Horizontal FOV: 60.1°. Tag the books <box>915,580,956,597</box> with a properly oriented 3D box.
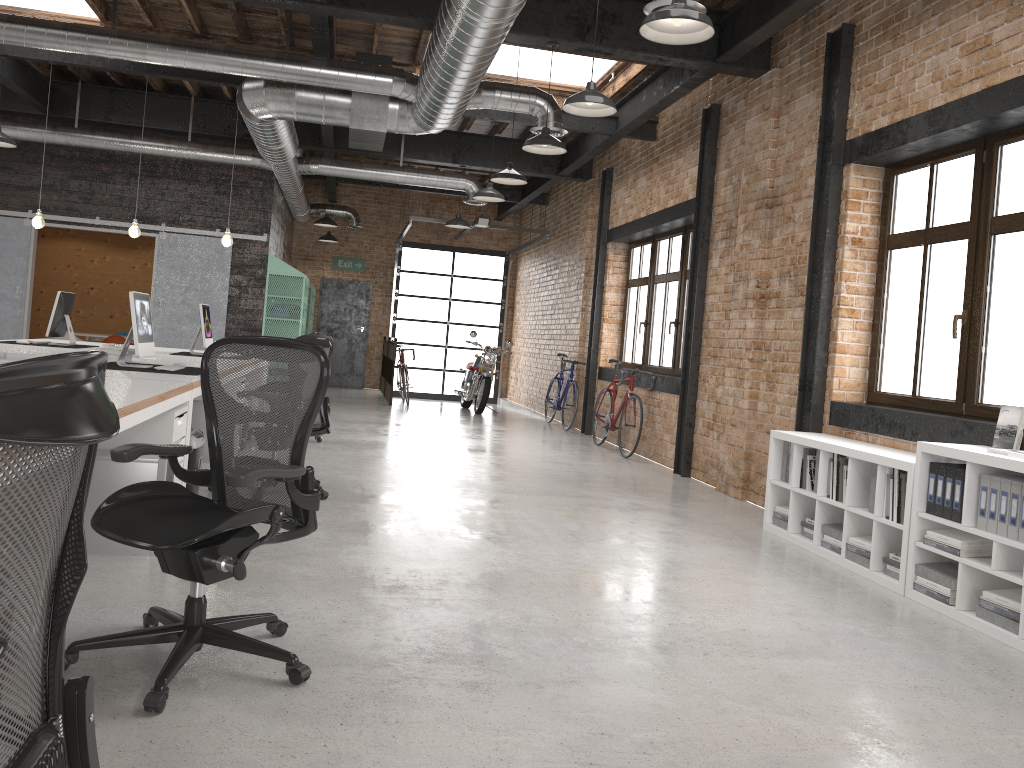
[{"bbox_3d":[2.177,1.007,4.390,0.219,0.034,0.260,4,3,-11],"label":"books"}]

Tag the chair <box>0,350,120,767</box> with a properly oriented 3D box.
[{"bbox_3d":[-0.739,0.490,0.851,0.791,1.086,0.772,4,1,-27],"label":"chair"}]

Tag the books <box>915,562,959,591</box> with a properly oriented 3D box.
[{"bbox_3d":[2.182,0.953,4.405,0.217,0.078,0.291,4,2,-11],"label":"books"}]

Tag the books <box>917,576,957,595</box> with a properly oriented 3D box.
[{"bbox_3d":[2.179,0.990,4.386,0.214,0.046,0.252,4,3,-11],"label":"books"}]

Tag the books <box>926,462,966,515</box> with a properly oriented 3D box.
[{"bbox_3d":[2.235,0.536,4.502,0.232,0.261,0.062,5,0,-11],"label":"books"}]

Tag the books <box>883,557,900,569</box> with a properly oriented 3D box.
[{"bbox_3d":[2.157,0.964,4.717,0.222,0.055,0.282,4,3,-10],"label":"books"}]

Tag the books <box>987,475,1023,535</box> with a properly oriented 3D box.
[{"bbox_3d":[2.321,0.562,4.086,0.232,0.261,0.062,5,0,-11],"label":"books"}]

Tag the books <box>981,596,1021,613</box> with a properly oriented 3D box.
[{"bbox_3d":[2.283,0.980,3.961,0.219,0.039,0.260,4,3,-11],"label":"books"}]

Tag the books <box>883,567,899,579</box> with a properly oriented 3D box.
[{"bbox_3d":[2.136,1.020,4.715,0.184,0.049,0.262,4,3,-10],"label":"books"}]

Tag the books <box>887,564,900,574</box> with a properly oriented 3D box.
[{"bbox_3d":[2.133,0.991,4.700,0.163,0.047,0.239,4,3,-10],"label":"books"}]

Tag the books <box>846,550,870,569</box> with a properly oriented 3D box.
[{"bbox_3d":[2.059,0.991,5.016,0.217,0.072,0.290,4,3,-11],"label":"books"}]

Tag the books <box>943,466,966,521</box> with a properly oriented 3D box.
[{"bbox_3d":[2.259,0.544,4.376,0.232,0.261,0.062,5,0,-11],"label":"books"}]

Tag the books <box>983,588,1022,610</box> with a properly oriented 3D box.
[{"bbox_3d":[2.285,0.962,3.956,0.214,0.052,0.252,4,3,-11],"label":"books"}]

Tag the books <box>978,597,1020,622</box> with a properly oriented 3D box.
[{"bbox_3d":[2.277,1.006,3.967,0.206,0.067,0.276,4,3,-11],"label":"books"}]

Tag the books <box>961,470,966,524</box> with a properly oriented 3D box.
[{"bbox_3d":[2.283,0.552,4.249,0.232,0.261,0.062,5,0,-11],"label":"books"}]

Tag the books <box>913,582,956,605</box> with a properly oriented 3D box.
[{"bbox_3d":[2.170,1.033,4.397,0.206,0.061,0.274,4,3,-11],"label":"books"}]

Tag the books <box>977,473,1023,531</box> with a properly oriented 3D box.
[{"bbox_3d":[2.309,0.559,4.149,0.232,0.261,0.062,5,0,-11],"label":"books"}]

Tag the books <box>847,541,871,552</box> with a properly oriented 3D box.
[{"bbox_3d":[2.065,0.914,5.001,0.219,0.039,0.260,4,3,-11],"label":"books"}]

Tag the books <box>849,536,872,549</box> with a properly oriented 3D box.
[{"bbox_3d":[2.067,0.896,4.997,0.214,0.052,0.252,4,3,-11],"label":"books"}]

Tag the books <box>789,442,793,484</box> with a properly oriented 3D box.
[{"bbox_3d":[1.992,0.538,5.936,0.265,0.315,0.025,5,0,-6],"label":"books"}]

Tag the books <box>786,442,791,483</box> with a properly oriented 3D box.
[{"bbox_3d":[1.983,0.526,5.967,0.249,0.333,0.060,5,0,-6],"label":"books"}]

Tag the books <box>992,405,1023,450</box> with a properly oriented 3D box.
[{"bbox_3d":[2.505,0.221,4.453,0.065,0.224,0.161,5,1,-11],"label":"books"}]

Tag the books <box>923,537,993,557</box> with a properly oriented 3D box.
[{"bbox_3d":[2.199,0.796,4.352,0.206,0.061,0.274,4,3,-11],"label":"books"}]

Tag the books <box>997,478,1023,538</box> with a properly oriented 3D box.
[{"bbox_3d":[2.333,0.566,4.023,0.232,0.261,0.062,5,0,-11],"label":"books"}]

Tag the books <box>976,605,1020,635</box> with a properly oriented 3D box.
[{"bbox_3d":[2.278,1.057,3.976,0.217,0.072,0.290,4,3,-11],"label":"books"}]

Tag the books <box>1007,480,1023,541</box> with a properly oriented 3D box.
[{"bbox_3d":[2.345,0.570,3.959,0.232,0.261,0.062,5,0,-11],"label":"books"}]

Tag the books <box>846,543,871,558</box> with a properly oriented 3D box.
[{"bbox_3d":[2.058,0.940,5.008,0.206,0.067,0.276,4,3,-11],"label":"books"}]

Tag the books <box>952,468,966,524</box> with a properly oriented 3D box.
[{"bbox_3d":[2.271,0.548,4.313,0.232,0.261,0.062,5,0,-11],"label":"books"}]

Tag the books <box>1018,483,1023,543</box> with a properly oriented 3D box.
[{"bbox_3d":[2.357,0.574,3.895,0.232,0.261,0.062,5,0,-11],"label":"books"}]

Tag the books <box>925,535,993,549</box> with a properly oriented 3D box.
[{"bbox_3d":[2.206,0.771,4.345,0.219,0.034,0.260,4,3,-11],"label":"books"}]

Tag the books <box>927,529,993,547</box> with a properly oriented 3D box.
[{"bbox_3d":[2.208,0.753,4.340,0.214,0.046,0.252,4,3,-11],"label":"books"}]

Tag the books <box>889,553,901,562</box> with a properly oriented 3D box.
[{"bbox_3d":[2.160,0.932,4.692,0.198,0.054,0.240,4,3,-10],"label":"books"}]

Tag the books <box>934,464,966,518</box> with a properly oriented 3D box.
[{"bbox_3d":[2.247,0.540,4.440,0.232,0.261,0.062,5,0,-11],"label":"books"}]

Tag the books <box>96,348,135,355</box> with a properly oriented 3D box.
[{"bbox_3d":[-2.833,-0.236,6.369,0.193,0.044,0.257,5,3,6],"label":"books"}]

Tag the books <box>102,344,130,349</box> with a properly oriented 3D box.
[{"bbox_3d":[-2.845,-0.269,6.367,0.152,0.030,0.185,4,3,-13],"label":"books"}]

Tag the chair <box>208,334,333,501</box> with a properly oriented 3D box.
[{"bbox_3d":[-1.565,0.188,5.917,0.792,1.086,0.771,5,1,-2],"label":"chair"}]

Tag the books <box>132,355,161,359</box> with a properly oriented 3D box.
[{"bbox_3d":[-2.986,-0.219,7.103,0.244,0.019,0.205,6,3,26],"label":"books"}]

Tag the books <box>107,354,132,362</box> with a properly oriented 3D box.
[{"bbox_3d":[-2.856,-0.190,6.349,0.200,0.050,0.272,4,3,-14],"label":"books"}]

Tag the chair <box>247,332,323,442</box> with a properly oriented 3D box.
[{"bbox_3d":[-2.206,0.011,8.628,0.791,1.086,0.772,4,1,-32],"label":"chair"}]

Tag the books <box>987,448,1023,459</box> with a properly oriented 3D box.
[{"bbox_3d":[2.367,0.328,4.092,0.174,0.021,0.273,4,3,-11],"label":"books"}]

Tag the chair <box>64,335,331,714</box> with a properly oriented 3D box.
[{"bbox_3d":[-0.972,0.376,2.897,0.771,1.086,0.792,5,1,13],"label":"chair"}]
